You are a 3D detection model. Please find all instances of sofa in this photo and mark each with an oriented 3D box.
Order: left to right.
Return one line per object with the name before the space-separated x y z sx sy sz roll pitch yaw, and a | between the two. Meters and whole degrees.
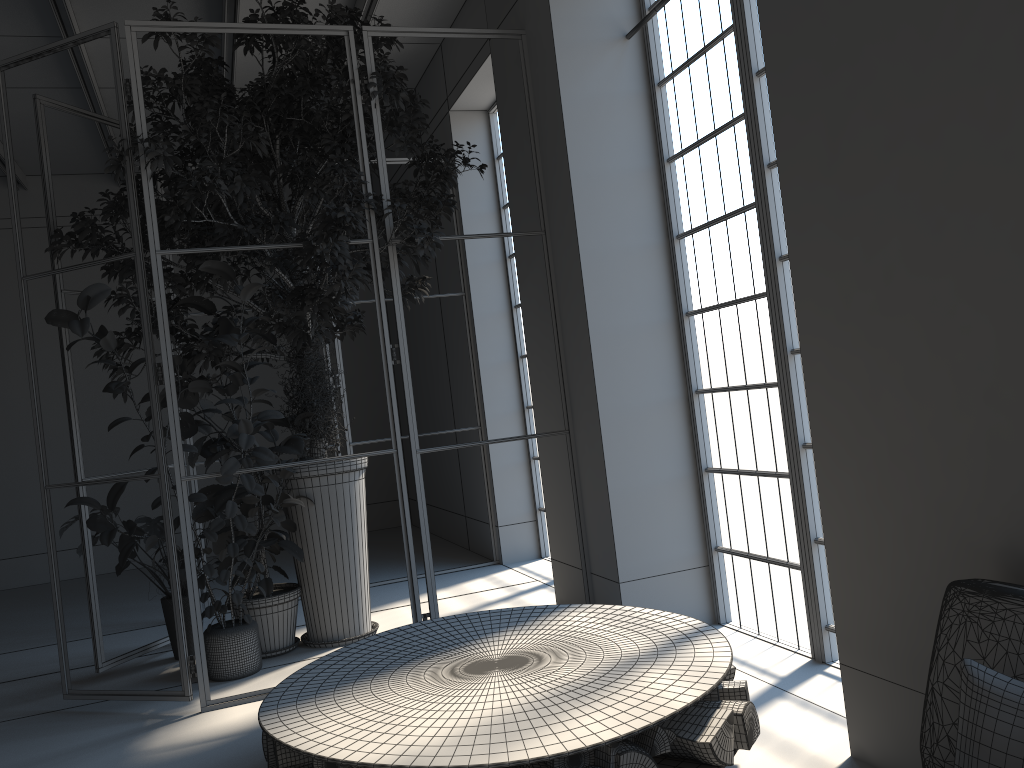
sofa | 1.221 0.834 0.678 1.206 0.734 3.193 -6 -1 -19

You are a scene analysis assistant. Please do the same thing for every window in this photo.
window | 1.596 -0.684 2.805 0.070 3.834 9.755 -6 -1 -19

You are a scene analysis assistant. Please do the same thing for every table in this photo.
table | -0.030 1.207 3.249 1.709 0.387 1.708 -6 -1 -27

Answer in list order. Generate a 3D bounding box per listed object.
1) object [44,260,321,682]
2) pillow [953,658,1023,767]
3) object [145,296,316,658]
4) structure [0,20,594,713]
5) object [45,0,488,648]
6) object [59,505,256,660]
object | -1.661 0.537 4.761 1.253 2.183 1.309 -7 -1 -8
pillow | 1.131 0.830 1.901 0.186 0.404 0.394 -6 -1 -30
object | -1.680 0.542 5.417 1.270 2.157 0.868 -7 -1 12
structure | -1.324 -0.093 5.751 2.994 3.454 2.452 -6 -1 -19
object | -1.369 -0.484 5.301 2.486 4.154 2.243 -8 -1 43
object | -2.093 1.194 5.381 1.125 1.001 0.920 -6 -1 -22
